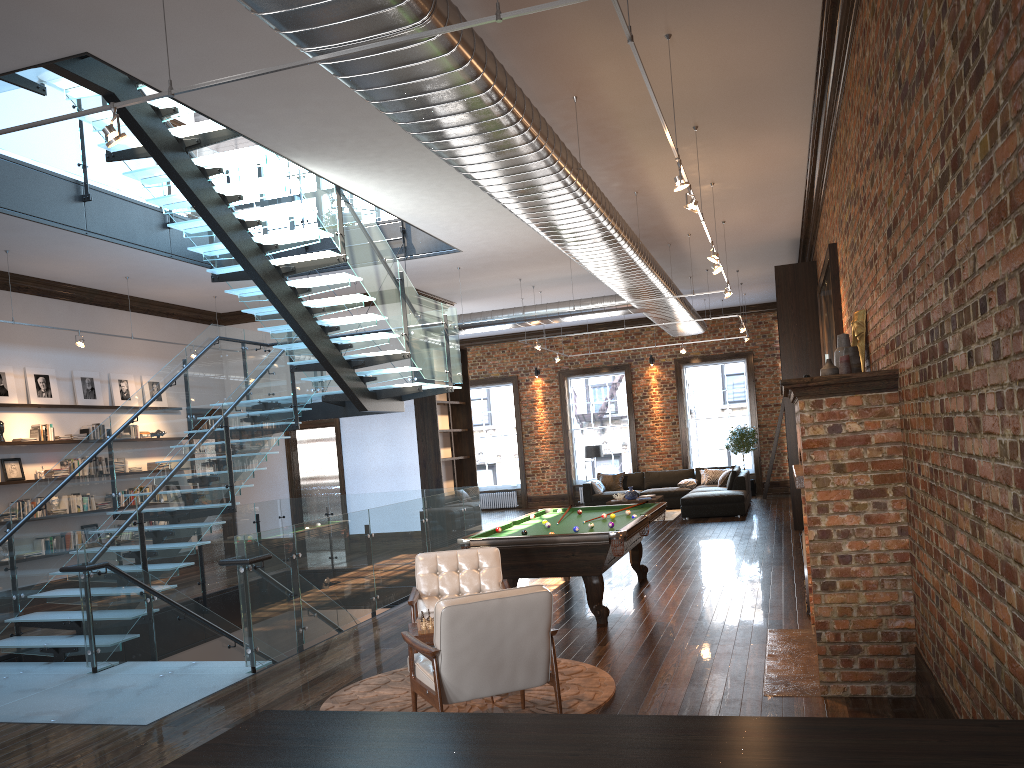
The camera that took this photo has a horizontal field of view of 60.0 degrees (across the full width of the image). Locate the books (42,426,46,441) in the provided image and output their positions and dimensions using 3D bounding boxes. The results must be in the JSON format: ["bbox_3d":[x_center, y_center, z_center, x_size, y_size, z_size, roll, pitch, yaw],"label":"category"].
[{"bbox_3d":[-6.355,0.672,11.931,0.164,0.198,0.029,-5,1,17],"label":"books"}]

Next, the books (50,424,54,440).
[{"bbox_3d":[-6.322,0.665,12.120,0.119,0.233,0.014,-5,1,17],"label":"books"}]

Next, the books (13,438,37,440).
[{"bbox_3d":[-6.436,0.725,11.711,0.142,0.011,0.255,-6,-4,15],"label":"books"}]

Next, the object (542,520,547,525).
[{"bbox_3d":[0.338,1.422,9.098,0.057,0.057,0.057,-4,-2,-36],"label":"object"}]

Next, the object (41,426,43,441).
[{"bbox_3d":[-6.371,0.668,11.915,0.154,0.207,0.010,-5,1,17],"label":"object"}]

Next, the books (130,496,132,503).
[{"bbox_3d":[-5.832,1.734,13.466,0.142,0.225,0.014,-5,1,17],"label":"books"}]

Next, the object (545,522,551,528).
[{"bbox_3d":[0.355,1.399,8.783,0.057,0.057,0.057,-4,-1,-13],"label":"object"}]

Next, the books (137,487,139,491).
[{"bbox_3d":[-5.775,1.721,13.607,0.145,0.260,0.019,-5,1,17],"label":"books"}]

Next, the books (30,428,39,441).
[{"bbox_3d":[-6.394,0.682,11.877,0.129,0.176,0.050,-5,1,17],"label":"books"}]

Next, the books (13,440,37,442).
[{"bbox_3d":[-6.436,0.758,11.713,0.142,0.011,0.254,-6,-4,16],"label":"books"}]

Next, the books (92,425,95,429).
[{"bbox_3d":[-6.094,0.704,12.832,0.154,0.211,0.023,-5,1,17],"label":"books"}]

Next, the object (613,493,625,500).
[{"bbox_3d":[2.149,2.242,17.641,0.217,0.159,0.220,-3,-2,-31],"label":"object"}]

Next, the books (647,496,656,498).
[{"bbox_3d":[2.711,2.272,17.753,0.261,0.024,0.206,-2,-5,-39],"label":"books"}]

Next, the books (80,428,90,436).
[{"bbox_3d":[-6.117,0.723,12.707,0.167,0.161,0.037,-5,1,17],"label":"books"}]

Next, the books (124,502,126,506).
[{"bbox_3d":[-5.870,1.749,13.331,0.129,0.182,0.012,-5,1,17],"label":"books"}]

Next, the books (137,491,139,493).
[{"bbox_3d":[-5.780,1.748,13.592,0.159,0.205,0.015,-5,1,17],"label":"books"}]

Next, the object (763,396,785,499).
[{"bbox_3d":[5.850,0.964,19.455,0.898,3.078,0.494,-4,1,17],"label":"object"}]

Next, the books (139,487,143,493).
[{"bbox_3d":[-5.745,1.723,13.665,0.161,0.259,0.019,-5,1,17],"label":"books"}]

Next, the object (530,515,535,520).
[{"bbox_3d":[0.229,1.482,9.867,0.057,0.057,0.057,-5,-1,16],"label":"object"}]

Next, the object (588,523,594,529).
[{"bbox_3d":[0.749,1.341,8.389,0.057,0.057,0.057,-4,-2,-34],"label":"object"}]

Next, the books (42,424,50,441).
[{"bbox_3d":[-6.337,0.661,12.021,0.133,0.229,0.025,-5,1,17],"label":"books"}]

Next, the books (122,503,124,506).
[{"bbox_3d":[-5.878,1.749,13.295,0.132,0.178,0.035,-5,1,17],"label":"books"}]

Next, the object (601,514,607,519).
[{"bbox_3d":[0.961,1.382,9.257,0.057,0.057,0.057,-4,-1,-18],"label":"object"}]

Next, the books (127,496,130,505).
[{"bbox_3d":[-5.839,1.725,13.407,0.136,0.235,0.014,-5,1,17],"label":"books"}]

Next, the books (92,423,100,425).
[{"bbox_3d":[-6.062,0.696,12.951,0.139,0.239,0.011,-5,1,17],"label":"books"}]

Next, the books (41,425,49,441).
[{"bbox_3d":[-6.335,0.664,11.976,0.164,0.217,0.012,-5,1,17],"label":"books"}]

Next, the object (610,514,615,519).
[{"bbox_3d":[1.042,1.370,9.171,0.057,0.057,0.057,-5,-1,17],"label":"object"}]

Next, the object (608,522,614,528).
[{"bbox_3d":[0.931,1.321,8.315,0.057,0.057,0.057,-6,-2,39],"label":"object"}]

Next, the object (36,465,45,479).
[{"bbox_3d":[-6.349,1.187,11.945,0.121,0.187,0.059,-4,0,-37],"label":"object"}]

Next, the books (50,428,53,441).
[{"bbox_3d":[-6.320,0.690,12.096,0.132,0.178,0.035,-5,1,17],"label":"books"}]

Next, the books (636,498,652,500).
[{"bbox_3d":[2.593,2.261,17.426,0.261,0.024,0.206,-4,-4,-6],"label":"books"}]

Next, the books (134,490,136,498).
[{"bbox_3d":[-5.798,1.719,13.536,0.128,0.259,0.035,-5,1,17],"label":"books"}]

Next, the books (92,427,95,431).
[{"bbox_3d":[-6.088,0.716,12.782,0.166,0.180,0.028,-5,1,17],"label":"books"}]

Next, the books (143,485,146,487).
[{"bbox_3d":[-5.691,1.721,13.868,0.145,0.282,0.006,-5,1,17],"label":"books"}]

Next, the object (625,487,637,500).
[{"bbox_3d":[2.381,2.184,17.740,0.214,0.251,0.216,-4,-1,-40],"label":"object"}]

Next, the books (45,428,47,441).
[{"bbox_3d":[-6.348,0.684,11.959,0.158,0.177,0.029,-5,1,17],"label":"books"}]

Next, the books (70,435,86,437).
[{"bbox_3d":[-6.179,0.740,12.558,0.142,0.011,0.255,-6,-4,19],"label":"books"}]

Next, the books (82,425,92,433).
[{"bbox_3d":[-6.104,0.702,12.761,0.157,0.208,0.022,-5,1,17],"label":"books"}]

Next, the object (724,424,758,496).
[{"bbox_3d":[5.319,1.845,20.484,0.814,1.865,0.798,-4,0,25],"label":"object"}]

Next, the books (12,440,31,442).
[{"bbox_3d":[-6.433,0.747,11.711,0.141,0.011,0.287,-6,-4,14],"label":"books"}]

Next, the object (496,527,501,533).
[{"bbox_3d":[-0.132,1.433,8.704,0.057,0.057,0.057,-4,-2,-26],"label":"object"}]

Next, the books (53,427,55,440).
[{"bbox_3d":[-6.312,0.690,12.132,0.129,0.182,0.012,-5,1,17],"label":"books"}]

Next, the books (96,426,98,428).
[{"bbox_3d":[-6.067,0.711,12.907,0.131,0.203,0.014,-5,1,17],"label":"books"}]

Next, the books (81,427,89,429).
[{"bbox_3d":[-6.127,0.714,12.735,0.127,0.184,0.042,-5,1,17],"label":"books"}]

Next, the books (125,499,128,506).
[{"bbox_3d":[-5.857,1.726,13.367,0.115,0.229,0.025,-5,1,17],"label":"books"}]

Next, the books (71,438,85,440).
[{"bbox_3d":[-6.178,0.783,12.560,0.141,0.011,0.285,-6,-4,18],"label":"books"}]

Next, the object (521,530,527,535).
[{"bbox_3d":[0.115,1.380,8.214,0.057,0.057,0.057,-5,-1,22],"label":"object"}]

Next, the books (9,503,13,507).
[{"bbox_3d":[-6.447,1.648,11.468,0.125,0.227,0.047,-5,1,17],"label":"books"}]

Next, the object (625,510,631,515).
[{"bbox_3d":[1.236,1.373,9.449,0.057,0.057,0.057,-4,-2,-28],"label":"object"}]

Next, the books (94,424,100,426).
[{"bbox_3d":[-6.062,0.700,12.918,0.162,0.226,0.011,-5,1,17],"label":"books"}]

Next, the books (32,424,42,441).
[{"bbox_3d":[-6.378,0.657,11.905,0.143,0.229,0.014,-5,1,17],"label":"books"}]

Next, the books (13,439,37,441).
[{"bbox_3d":[-6.435,0.736,11.712,0.142,0.011,0.255,-6,-4,19],"label":"books"}]

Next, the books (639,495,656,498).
[{"bbox_3d":[2.709,2.245,17.745,0.261,0.028,0.206,-1,-5,-41],"label":"books"}]

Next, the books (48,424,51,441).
[{"bbox_3d":[-6.332,0.664,12.068,0.112,0.229,0.024,-5,1,17],"label":"books"}]

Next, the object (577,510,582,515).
[{"bbox_3d":[0.764,1.448,10.012,0.057,0.057,0.057,-4,-2,-25],"label":"object"}]

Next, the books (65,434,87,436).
[{"bbox_3d":[-6.175,0.718,12.556,0.142,0.011,0.257,-6,-4,21],"label":"books"}]

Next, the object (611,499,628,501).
[{"bbox_3d":[2.143,2.313,17.635,0.268,0.018,0.201,-8,-5,41],"label":"object"}]
